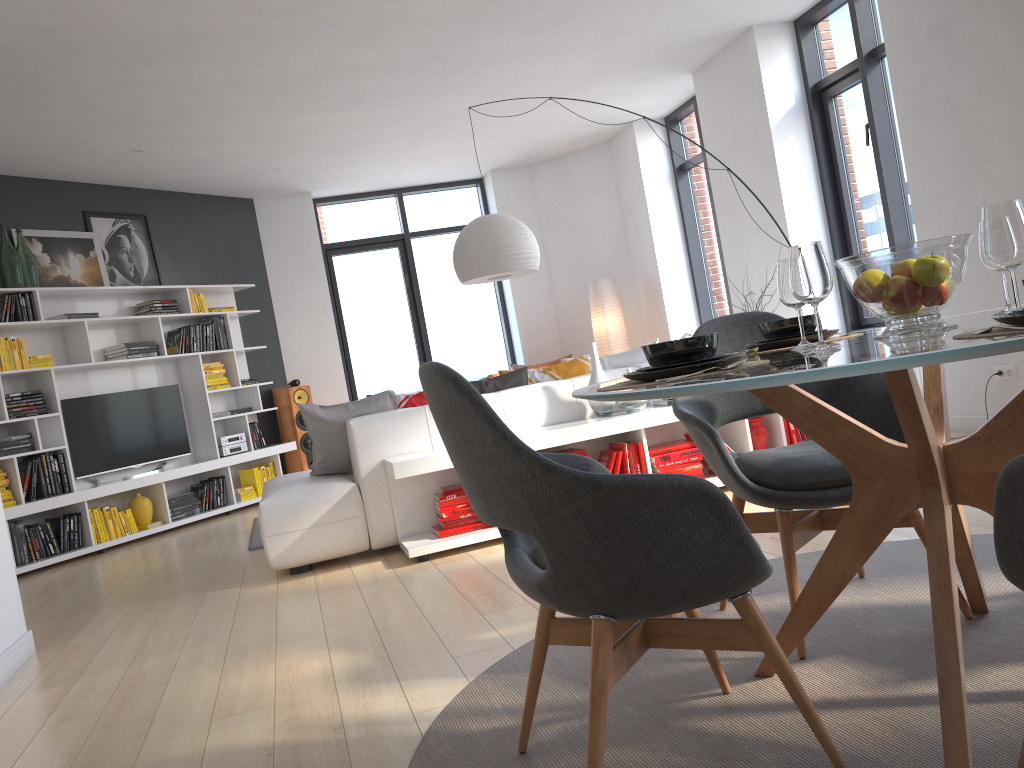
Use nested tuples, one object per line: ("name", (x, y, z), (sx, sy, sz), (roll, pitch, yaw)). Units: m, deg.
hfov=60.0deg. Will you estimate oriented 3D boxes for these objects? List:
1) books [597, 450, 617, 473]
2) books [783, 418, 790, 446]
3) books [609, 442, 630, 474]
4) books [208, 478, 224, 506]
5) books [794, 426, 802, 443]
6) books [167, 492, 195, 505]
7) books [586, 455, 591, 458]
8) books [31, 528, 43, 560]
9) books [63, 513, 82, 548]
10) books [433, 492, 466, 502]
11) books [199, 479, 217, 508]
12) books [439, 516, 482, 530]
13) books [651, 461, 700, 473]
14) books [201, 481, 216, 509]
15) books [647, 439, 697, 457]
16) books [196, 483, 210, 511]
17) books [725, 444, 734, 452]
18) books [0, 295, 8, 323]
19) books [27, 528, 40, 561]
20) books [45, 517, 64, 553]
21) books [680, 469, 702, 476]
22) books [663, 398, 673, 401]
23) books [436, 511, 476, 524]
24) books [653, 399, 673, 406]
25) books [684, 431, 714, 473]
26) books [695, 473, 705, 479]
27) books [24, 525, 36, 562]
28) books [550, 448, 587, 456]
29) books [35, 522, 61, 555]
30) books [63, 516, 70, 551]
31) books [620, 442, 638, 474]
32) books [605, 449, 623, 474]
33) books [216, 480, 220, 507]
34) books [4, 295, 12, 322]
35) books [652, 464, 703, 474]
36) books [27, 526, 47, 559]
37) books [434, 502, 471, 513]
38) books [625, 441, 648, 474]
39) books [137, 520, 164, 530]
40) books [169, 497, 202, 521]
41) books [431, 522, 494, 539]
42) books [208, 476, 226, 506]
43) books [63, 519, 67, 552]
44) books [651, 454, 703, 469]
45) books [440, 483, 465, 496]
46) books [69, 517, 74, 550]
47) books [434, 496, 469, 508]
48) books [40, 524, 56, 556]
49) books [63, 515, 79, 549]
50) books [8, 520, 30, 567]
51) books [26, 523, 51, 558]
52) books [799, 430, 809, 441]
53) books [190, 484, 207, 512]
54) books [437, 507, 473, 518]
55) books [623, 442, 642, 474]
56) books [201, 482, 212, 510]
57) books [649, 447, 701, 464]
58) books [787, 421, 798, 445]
("books", (0.470, 0.480, 4.628), (0.144, 0.247, 0.188), (-10, 1, -14))
("books", (1.470, 0.293, 4.872), (0.026, 0.250, 0.168), (-11, 1, -15))
("books", (0.568, 0.447, 4.647), (0.046, 0.282, 0.199), (-11, 1, -15))
("books", (-2.631, 0.962, 7.839), (0.191, 0.249, 0.084), (-9, 1, 30))
("books", (1.532, 0.278, 4.894), (0.056, 0.262, 0.185), (-10, 1, -15))
("books", (-2.887, 0.978, 7.500), (0.250, 0.047, 0.310), (-10, 1, 26))
("books", (0.251, 0.402, 4.585), (0.266, 0.026, 0.187), (-11, 1, -20))
("books", (-3.462, 1.152, 6.374), (0.170, 0.236, 0.049), (-9, 1, 31))
("books", (-3.309, 1.105, 6.676), (0.197, 0.260, 0.066), (-9, 1, 30))
("books", (-0.260, 0.554, 4.503), (0.254, 0.025, 0.178), (-11, 1, -15))
("books", (-2.665, 0.968, 7.784), (0.192, 0.254, 0.075), (-9, 1, 29))
("books", (-0.234, 0.685, 4.505), (0.259, 0.034, 0.206), (-10, 1, -12))
("books", (0.858, 0.436, 4.740), (0.236, 0.023, 0.178), (-11, 1, -15))
("books", (-2.652, 0.974, 7.751), (0.172, 0.242, 0.069), (-9, 2, 31))
("books", (0.831, 0.345, 4.782), (0.301, 0.032, 0.227), (-11, 1, -15))
("books", (-2.707, 0.988, 7.708), (0.187, 0.234, 0.096), (-9, 1, 31))
("books", (1.150, 0.369, 4.808), (0.186, 0.223, 0.188), (-10, 1, -14))
("books", (-3.772, -0.534, 6.511), (0.166, 0.213, 0.096), (-9, 1, 29))
("books", (-3.480, 1.155, 6.357), (0.189, 0.240, 0.053), (-9, 1, 31))
("books", (-3.384, 1.122, 6.554), (0.197, 0.260, 0.066), (-9, 1, 30))
("books", (0.858, 0.486, 4.740), (0.266, 0.026, 0.187), (-10, 1, -9))
("books", (0.938, 0.052, 4.756), (0.238, 0.027, 0.188), (-10, 1, -1))
("books", (-0.246, 0.657, 4.494), (0.266, 0.026, 0.187), (-10, 1, -9))
("books", (0.937, 0.078, 4.781), (0.300, 0.026, 0.245), (-10, 1, -10))
("books", (1.047, 0.372, 4.788), (0.134, 0.248, 0.192), (-11, 1, -15))
("books", (0.870, 0.514, 4.751), (0.259, 0.034, 0.206), (-10, 1, -12))
("books", (-3.502, 1.144, 6.331), (0.202, 0.268, 0.053), (-9, 1, 30))
("books", (0.227, 0.376, 4.587), (0.259, 0.034, 0.206), (-11, 1, -18))
("books", (-3.406, 1.132, 6.474), (0.191, 0.249, 0.083), (-9, 1, 30))
("books", (-3.358, 1.119, 6.592), (0.192, 0.254, 0.075), (-9, 1, 29))
("books", (0.601, 0.445, 4.673), (0.038, 0.270, 0.215), (-11, 1, -15))
("books", (0.511, 0.473, 4.632), (0.115, 0.245, 0.192), (-11, 1, -15))
("books", (-2.645, 0.971, 7.804), (0.179, 0.243, 0.068), (-9, 1, 29))
("books", (-3.761, -0.536, 6.542), (0.171, 0.214, 0.087), (-9, 1, 31))
("books", (0.862, 0.459, 4.749), (0.257, 0.025, 0.182), (-11, 1, -15))
("books", (-3.445, 1.145, 6.390), (0.169, 0.242, 0.050), (-9, 1, 30))
("books", (-0.255, 0.606, 4.517), (0.261, 0.028, 0.191), (-11, 1, -15))
("books", (0.663, 0.435, 4.664), (0.028, 0.269, 0.181), (-11, 1, -15))
("books", (-2.998, 1.154, 7.190), (0.270, 0.029, 0.204), (-10, 1, 15))
("books", (-2.849, 1.065, 7.496), (0.277, 0.137, 0.343), (-10, 1, 25))
("books", (-0.242, 0.720, 4.494), (0.301, 0.032, 0.227), (-11, 1, -15))
("books", (-2.616, 0.954, 7.868), (0.197, 0.260, 0.066), (-9, 1, 30))
("books", (-3.347, 1.125, 6.558), (0.172, 0.242, 0.069), (-9, 2, 31))
("books", (0.861, 0.410, 4.746), (0.261, 0.027, 0.191), (-10, 1, -11))
("books", (-0.255, 0.526, 4.496), (0.206, 0.029, 0.152), (-10, 1, -9))
("books", (-3.333, 1.119, 6.608), (0.179, 0.243, 0.071), (-9, 1, 29))
("books", (-0.253, 0.579, 4.501), (0.269, 0.028, 0.179), (-10, 1, -13))
("books", (-3.419, 1.140, 6.442), (0.177, 0.242, 0.066), (-9, 1, 30))
("books", (-3.324, 1.114, 6.647), (0.191, 0.249, 0.084), (-9, 1, 30))
("books", (-3.554, 1.132, 6.255), (0.259, 0.321, 0.128), (-9, 1, 30))
("books", (-3.441, 1.138, 6.420), (0.193, 0.255, 0.066), (-9, 1, 30))
("books", (1.564, 0.276, 4.912), (0.076, 0.252, 0.199), (-10, 1, -15))
("books", (-2.720, 0.990, 7.676), (0.182, 0.234, 0.104), (-9, 1, 30))
("books", (-0.243, 0.630, 4.503), (0.257, 0.025, 0.182), (-11, 1, -15))
("books", (0.633, 0.442, 4.671), (0.028, 0.266, 0.188), (-11, 1, -15))
("books", (-2.680, 0.982, 7.728), (0.169, 0.233, 0.081), (-9, 1, 29))
("books", (0.849, 0.378, 4.761), (0.279, 0.039, 0.206), (-11, 1, -16))
("books", (1.501, 0.278, 4.889), (0.050, 0.268, 0.198), (-11, 1, -15))
